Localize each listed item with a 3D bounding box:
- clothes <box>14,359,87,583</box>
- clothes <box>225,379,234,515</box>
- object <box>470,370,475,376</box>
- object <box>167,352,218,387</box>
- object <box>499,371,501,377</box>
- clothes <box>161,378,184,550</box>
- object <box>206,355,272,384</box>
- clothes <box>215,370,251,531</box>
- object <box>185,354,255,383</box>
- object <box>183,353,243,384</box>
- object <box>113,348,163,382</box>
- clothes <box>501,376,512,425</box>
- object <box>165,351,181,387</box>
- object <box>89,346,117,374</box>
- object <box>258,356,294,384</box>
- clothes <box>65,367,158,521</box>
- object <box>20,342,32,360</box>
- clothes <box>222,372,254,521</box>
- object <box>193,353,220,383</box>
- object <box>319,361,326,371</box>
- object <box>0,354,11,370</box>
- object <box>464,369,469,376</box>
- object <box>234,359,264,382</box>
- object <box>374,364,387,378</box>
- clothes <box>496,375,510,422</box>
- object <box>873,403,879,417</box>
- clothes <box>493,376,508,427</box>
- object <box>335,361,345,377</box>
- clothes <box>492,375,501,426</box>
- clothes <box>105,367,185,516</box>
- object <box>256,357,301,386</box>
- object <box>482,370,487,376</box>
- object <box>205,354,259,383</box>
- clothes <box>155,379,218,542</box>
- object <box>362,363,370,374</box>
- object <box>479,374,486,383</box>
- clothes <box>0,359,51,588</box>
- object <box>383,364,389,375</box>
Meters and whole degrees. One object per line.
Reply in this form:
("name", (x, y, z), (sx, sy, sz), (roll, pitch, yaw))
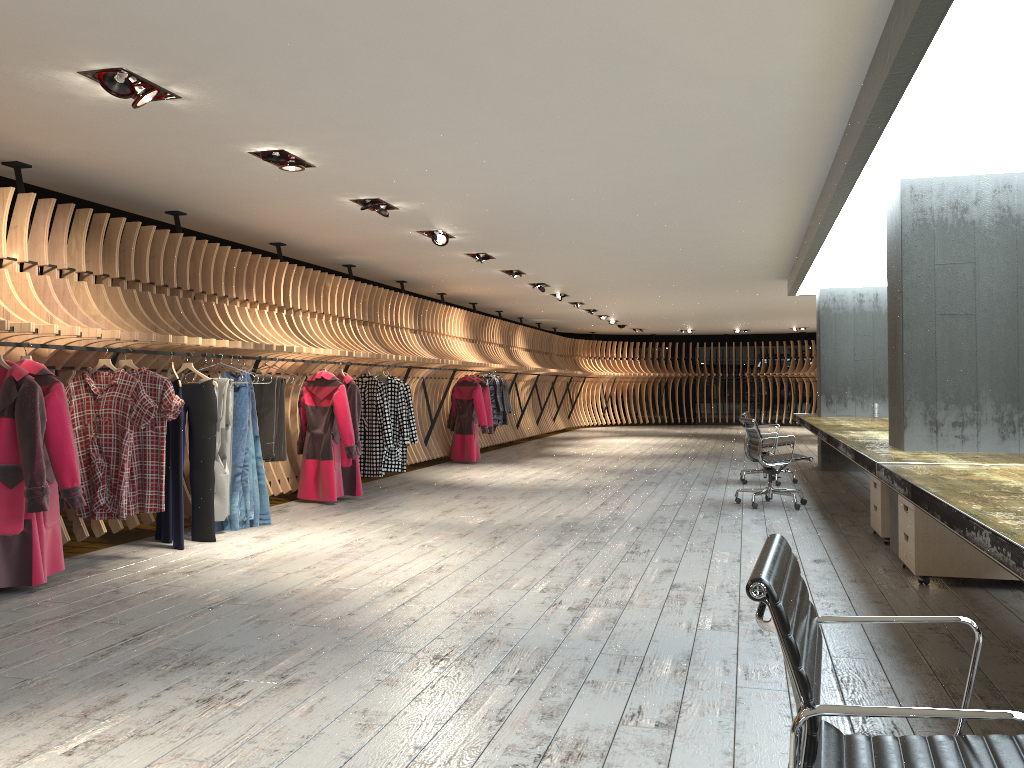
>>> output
("clothes", (-2.892, 0.505, 5.317), (0.839, 1.312, 0.321), (-1, -1, 24))
("clothes", (-2.406, 0.523, 7.222), (0.273, 1.143, 0.170), (0, -1, -28))
("object", (-0.637, -0.082, 13.957), (0.523, 0.291, 0.015), (0, -1, 25))
("object", (-2.501, -0.113, 6.834), (0.525, 0.270, 0.012), (0, -1, 15))
("object", (-0.218, -0.109, 15.487), (0.010, 0.226, 0.440), (1, -1, -35))
("clothes", (-2.538, 0.635, 6.612), (0.087, 1.353, 0.539), (1, -1, -36))
("object", (-2.311, -0.124, 7.496), (0.549, 0.243, 0.023), (0, -1, -14))
("clothes", (-2.334, 0.651, 7.348), (0.277, 1.543, 0.316), (0, -1, 14))
("object", (-2.380, -0.128, 7.241), (0.549, 0.243, 0.023), (0, -1, -24))
("object", (-2.409, -0.124, 7.136), (0.549, 0.250, 0.023), (0, -1, 16))
("object", (-2.664, -0.110, 6.138), (0.524, 0.286, 0.015), (0, -1, 0))
("clothes", (-0.190, 0.293, 15.443), (0.181, 0.854, 0.682), (1, -1, -32))
("object", (-2.547, -0.113, 6.626), (0.012, 0.270, 0.525), (1, -1, -35))
("object", (-2.725, -0.117, 5.934), (0.525, 0.270, 0.012), (0, -1, 15))
("object", (-2.200, -0.125, 7.926), (0.549, 0.243, 0.023), (0, -1, 16))
("clothes", (-2.726, 0.396, 5.916), (0.760, 1.021, 0.187), (0, -1, 16))
("object", (-2.911, -0.118, 5.313), (0.525, 0.270, 0.012), (0, -1, 25))
("clothes", (-2.333, 0.539, 7.502), (0.277, 1.292, 0.316), (0, -1, -21))
("object", (-2.433, -0.128, 7.043), (0.023, 0.243, 0.549), (1, -1, -39))
("object", (-1.929, -0.104, 9.036), (0.525, 0.270, 0.012), (0, -1, 35))
("object", (-2.953, -0.119, 5.070), (0.525, 0.270, 0.012), (0, -1, 15))
("object", (-0.700, -0.093, 13.691), (0.525, 0.270, 0.012), (-1, -1, 45))
("object", (-2.299, -0.117, 7.618), (0.548, 0.256, 0.023), (0, -1, 40))
("object", (-1.545, -0.101, 10.368), (0.525, 0.270, 0.012), (0, -1, 15))
("clothes", (-0.294, 0.268, 15.130), (0.530, 0.856, 0.234), (0, -1, 14))
("object", (4.940, 0.354, 12.038), (0.079, 0.188, 0.079), (-1, -1, 30))
("clothes", (-0.311, 0.291, 15.004), (0.585, 0.854, 0.211), (-1, -1, 42))
("object", (-1.813, -0.103, 9.339), (0.525, 0.270, 0.012), (-1, -1, 45))
("clothes", (-0.363, 0.265, 14.836), (0.511, 0.854, 0.227), (-1, -1, 35))
("clothes", (-2.654, 0.394, 6.127), (0.760, 1.030, 0.179), (0, -1, 1))
("object", (-2.180, -0.115, 8.119), (0.547, 0.262, 0.023), (0, -1, 16))
("object", (-0.458, -0.115, 14.579), (0.440, 0.226, 0.010), (0, -1, 5))
("object", (-2.344, -0.126, 7.394), (0.549, 0.243, 0.023), (0, -1, 21))
("clothes", (-2.503, 0.635, 6.813), (0.539, 1.353, 0.087), (0, -1, 14))
("object", (-1.656, -0.101, 10.061), (0.525, 0.270, 0.012), (0, -1, 35))
("object", (-0.516, -0.116, 14.350), (0.010, 0.226, 0.440), (0, -1, -25))
("clothes", (-2.967, 0.505, 5.037), (0.840, 1.312, 0.321), (0, -1, 14))
("object", (-1.517, -0.100, 10.547), (0.525, 0.270, 0.012), (0, -1, 5))
